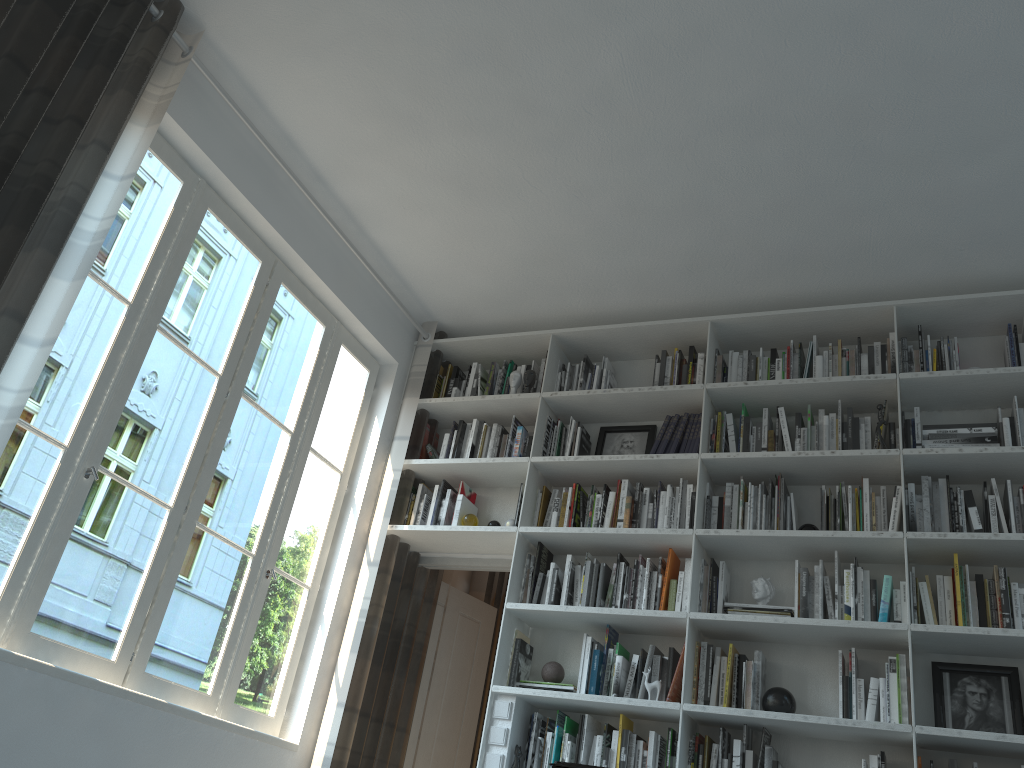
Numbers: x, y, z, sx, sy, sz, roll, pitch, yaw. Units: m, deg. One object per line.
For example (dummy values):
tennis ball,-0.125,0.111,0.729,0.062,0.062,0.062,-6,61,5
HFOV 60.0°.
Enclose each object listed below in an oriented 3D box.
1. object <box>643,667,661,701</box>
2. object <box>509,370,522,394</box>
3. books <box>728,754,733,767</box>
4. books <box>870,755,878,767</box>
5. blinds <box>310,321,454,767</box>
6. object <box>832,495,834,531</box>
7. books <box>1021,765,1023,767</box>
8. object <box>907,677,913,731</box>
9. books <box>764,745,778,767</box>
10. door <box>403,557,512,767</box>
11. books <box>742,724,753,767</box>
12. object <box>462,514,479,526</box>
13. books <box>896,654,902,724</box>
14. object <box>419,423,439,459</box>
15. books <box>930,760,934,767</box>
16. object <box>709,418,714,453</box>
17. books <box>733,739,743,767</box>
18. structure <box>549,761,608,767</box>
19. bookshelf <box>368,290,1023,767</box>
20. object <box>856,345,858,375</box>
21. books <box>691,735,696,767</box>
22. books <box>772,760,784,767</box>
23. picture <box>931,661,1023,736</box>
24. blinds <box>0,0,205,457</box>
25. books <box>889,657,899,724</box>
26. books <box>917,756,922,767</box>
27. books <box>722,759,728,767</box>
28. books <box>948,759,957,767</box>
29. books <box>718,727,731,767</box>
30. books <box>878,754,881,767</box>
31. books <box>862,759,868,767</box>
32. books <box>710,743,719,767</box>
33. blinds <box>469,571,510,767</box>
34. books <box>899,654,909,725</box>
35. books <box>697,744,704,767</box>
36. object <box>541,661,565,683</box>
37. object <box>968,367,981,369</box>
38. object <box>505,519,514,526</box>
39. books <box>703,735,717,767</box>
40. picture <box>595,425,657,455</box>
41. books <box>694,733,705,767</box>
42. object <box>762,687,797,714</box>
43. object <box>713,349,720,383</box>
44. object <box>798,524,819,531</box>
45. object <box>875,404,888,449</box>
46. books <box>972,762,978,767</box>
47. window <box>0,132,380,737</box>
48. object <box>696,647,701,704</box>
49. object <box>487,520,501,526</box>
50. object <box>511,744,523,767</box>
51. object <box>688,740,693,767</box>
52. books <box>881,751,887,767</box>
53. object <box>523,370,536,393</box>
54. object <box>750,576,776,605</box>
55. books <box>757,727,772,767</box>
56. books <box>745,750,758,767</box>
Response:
object,0.575,1.243,3.657,0.081,0.139,0.044,5,-28,10
object,0.012,0.016,4.729,0.068,0.197,0.067,20,-29,-17
books,0.872,1.583,3.488,0.021,0.214,0.172,-3,-31,24
books,1.349,1.532,3.288,0.027,0.268,0.159,-3,-31,24
blinds,-0.598,1.230,4.608,0.140,3.214,0.780,-3,-31,24
object,1.405,0.617,3.866,0.010,0.224,0.143,-3,-31,24
books,1.803,1.499,3.095,0.026,0.290,0.152,-3,-31,24
object,1.535,1.247,3.416,0.017,0.215,0.104,-3,-31,24
books,1.003,1.554,3.437,0.027,0.259,0.164,-3,-31,24
door,-0.231,1.967,4.507,0.834,1.970,0.790,-3,-31,24
books,0.930,1.539,3.516,0.013,0.337,0.138,-3,-31,24
object,-0.213,0.703,4.507,0.087,0.087,0.087,17,-29,-12
books,1.494,1.203,3.415,0.011,0.277,0.188,-3,-31,24
object,-0.468,0.374,4.906,0.035,0.294,0.177,-3,-31,24
books,1.529,1.522,3.213,0.011,0.274,0.146,-3,-31,24
object,0.971,0.315,4.261,0.012,0.253,0.161,-3,-31,24
books,0.897,1.557,3.488,0.027,0.268,0.186,-3,-31,24
structure,0.864,1.516,2.107,1.919,0.828,1.341,-3,-31,24
bookshelf,2.113,1.025,3.167,6.298,3.126,0.332,-3,-31,24
object,1.625,-0.035,4.160,0.010,0.245,0.158,-3,-31,24
books,0.743,1.572,3.575,0.013,0.274,0.148,-3,-31,24
books,1.028,1.581,3.427,0.023,0.211,0.160,-3,-31,24
picture,1.765,1.211,3.365,0.300,0.298,0.078,-3,-31,24
blinds,-1.658,-0.172,2.420,0.140,3.214,0.780,-3,-31,24
books,1.480,1.213,3.428,0.027,0.268,0.179,-3,-31,24
books,1.496,1.525,3.239,0.012,0.283,0.160,-3,-31,24
books,0.851,1.595,3.496,0.024,0.195,0.157,-3,-31,24
books,1.601,1.521,3.202,0.027,0.289,0.141,-3,-31,24
books,0.841,1.543,3.528,0.014,0.311,0.167,-3,-31,24
books,1.371,1.535,3.293,0.010,0.276,0.156,-3,-31,24
books,1.320,1.546,3.306,0.012,0.253,0.161,-3,-31,24
books,0.811,1.573,3.525,0.042,0.247,0.163,-3,-31,24
blinds,-0.151,1.822,5.531,0.140,3.214,0.780,-3,-31,24
books,1.510,1.203,3.412,0.021,0.280,0.162,-3,-31,24
books,0.767,1.580,3.542,0.030,0.238,0.157,-3,-31,24
object,0.184,1.303,3.989,0.105,0.106,0.106,8,-28,5
object,2.031,-0.022,3.895,0.105,0.105,0.105,8,-28,5
object,-0.002,0.711,4.434,0.071,0.072,0.072,8,-28,5
books,0.785,1.560,3.535,0.012,0.271,0.182,-3,-31,24
picture,0.570,0.337,4.502,0.300,0.298,0.078,-3,-31,24
books,0.752,1.563,3.564,0.013,0.282,0.147,-3,-31,24
object,1.073,1.288,3.563,0.134,0.134,0.134,17,-29,-12
object,1.034,-0.015,4.440,0.012,0.283,0.160,-3,-31,24
object,1.284,0.653,3.837,0.097,0.098,0.097,17,-29,-12
object,1.606,0.201,3.836,0.075,0.253,0.076,8,-28,6
books,1.654,1.507,3.150,0.013,0.281,0.167,-3,-31,24
window,-1.251,0.261,3.685,0.073,1.999,1.992,-3,-31,24
object,0.806,1.265,3.755,0.012,0.269,0.131,-3,-31,24
object,-0.090,0.727,4.494,0.071,0.072,0.072,8,-28,5
object,0.016,1.597,3.731,0.045,0.146,0.045,22,-30,-21
object,0.730,1.583,3.576,0.012,0.253,0.161,-3,-31,24
books,1.382,1.527,3.288,0.014,0.289,0.132,-3,-31,24
object,0.086,0.011,4.696,0.068,0.197,0.067,20,-29,-17
object,1.082,0.903,3.829,0.095,0.156,0.121,-12,-35,36
books,0.974,1.528,3.470,0.050,0.326,0.167,-3,-31,24
books,0.938,1.576,3.478,0.029,0.239,0.136,-3,-31,24
